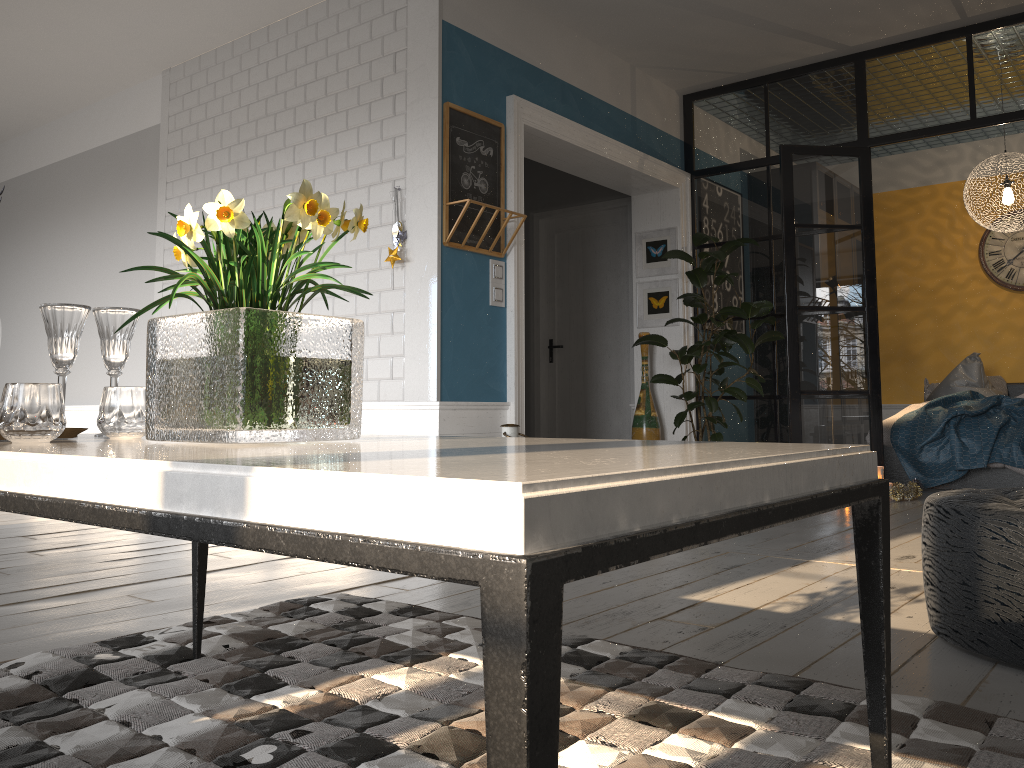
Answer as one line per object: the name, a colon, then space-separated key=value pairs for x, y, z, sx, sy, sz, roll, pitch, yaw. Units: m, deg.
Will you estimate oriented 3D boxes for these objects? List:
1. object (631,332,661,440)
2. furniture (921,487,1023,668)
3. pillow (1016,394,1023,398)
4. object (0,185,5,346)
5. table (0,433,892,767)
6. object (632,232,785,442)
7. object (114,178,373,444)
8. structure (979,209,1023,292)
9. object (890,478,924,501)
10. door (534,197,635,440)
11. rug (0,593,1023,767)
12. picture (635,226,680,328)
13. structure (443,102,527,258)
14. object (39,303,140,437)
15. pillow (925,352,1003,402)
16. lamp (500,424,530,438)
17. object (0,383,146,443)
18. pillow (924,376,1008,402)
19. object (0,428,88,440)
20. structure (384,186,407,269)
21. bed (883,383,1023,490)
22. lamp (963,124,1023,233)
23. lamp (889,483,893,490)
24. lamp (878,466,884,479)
object: x=0.986 y=0.179 z=6.524 sx=0.215 sy=1.130 sz=0.215 roll=-4 pitch=-6 yaw=32
furniture: x=1.351 y=0.432 z=2.043 sx=0.734 sy=0.359 sz=0.733 roll=-1 pitch=-3 yaw=25
pillow: x=4.248 y=0.126 z=6.819 sx=0.593 sy=0.228 sz=0.482 roll=0 pitch=-2 yaw=-3
object: x=-0.914 y=-0.123 z=1.432 sx=0.155 sy=0.419 sz=0.147 roll=3 pitch=-6 yaw=-32
table: x=-0.337 y=0.337 z=1.221 sx=1.453 sy=0.514 sz=0.730 roll=-2 pitch=-3 yaw=38
object: x=2.628 y=-0.203 z=5.094 sx=3.889 sy=1.805 sz=1.008 roll=-2 pitch=-5 yaw=38
object: x=-0.358 y=-0.095 z=1.247 sx=0.351 sy=0.353 sz=0.324 roll=-3 pitch=-5 yaw=40
structure: x=4.466 y=-1.169 z=7.699 sx=0.725 sy=0.729 sz=0.070 roll=-3 pitch=-6 yaw=38
object: x=2.482 y=0.659 z=5.558 sx=0.192 sy=0.118 sz=0.714 roll=-2 pitch=-2 yaw=27
door: x=0.659 y=-0.383 z=7.573 sx=1.035 sy=2.321 sz=0.177 roll=-4 pitch=-7 yaw=38
rug: x=-0.062 y=0.577 z=1.182 sx=2.521 sy=0.034 sz=1.765 roll=-1 pitch=-2 yaw=38
picture: x=0.513 y=-0.831 z=6.016 sx=0.358 sy=0.757 sz=1.940 roll=-4 pitch=-4 yaw=38
structure: x=-0.138 y=-1.104 z=4.785 sx=0.185 sy=0.780 sz=0.493 roll=-4 pitch=-6 yaw=38
object: x=-0.743 y=-0.022 z=1.554 sx=0.167 sy=0.228 sz=0.082 roll=3 pitch=-6 yaw=-40
pillow: x=3.695 y=0.045 z=7.257 sx=0.780 sy=0.602 sz=0.497 roll=-3 pitch=-5 yaw=44
lamp: x=-0.009 y=0.448 z=4.602 sx=0.286 sy=0.480 sz=0.286 roll=-4 pitch=-6 yaw=37
object: x=-0.726 y=0.045 z=1.360 sx=0.246 sy=0.088 sz=0.278 roll=-1 pitch=-2 yaw=16
pillow: x=3.955 y=0.151 z=7.578 sx=0.755 sy=0.458 sz=0.511 roll=-1 pitch=-3 yaw=10
object: x=-0.856 y=0.077 z=1.382 sx=0.317 sy=0.015 sz=0.246 roll=-1 pitch=-2 yaw=38
structure: x=-0.619 y=-0.834 z=4.718 sx=0.134 sy=0.450 sz=0.077 roll=-3 pitch=-6 yaw=26
bed: x=3.877 y=0.345 z=6.541 sx=1.894 sy=0.774 sz=2.316 roll=-2 pitch=-3 yaw=39
lamp: x=3.827 y=-1.718 z=6.853 sx=0.616 sy=1.102 sz=0.613 roll=1 pitch=-5 yaw=-11
lamp: x=2.301 y=0.658 z=5.445 sx=0.080 sy=0.099 sz=0.080 roll=1 pitch=-4 yaw=-11
lamp: x=2.265 y=0.560 z=5.485 sx=0.080 sy=0.099 sz=0.080 roll=1 pitch=-4 yaw=-11
